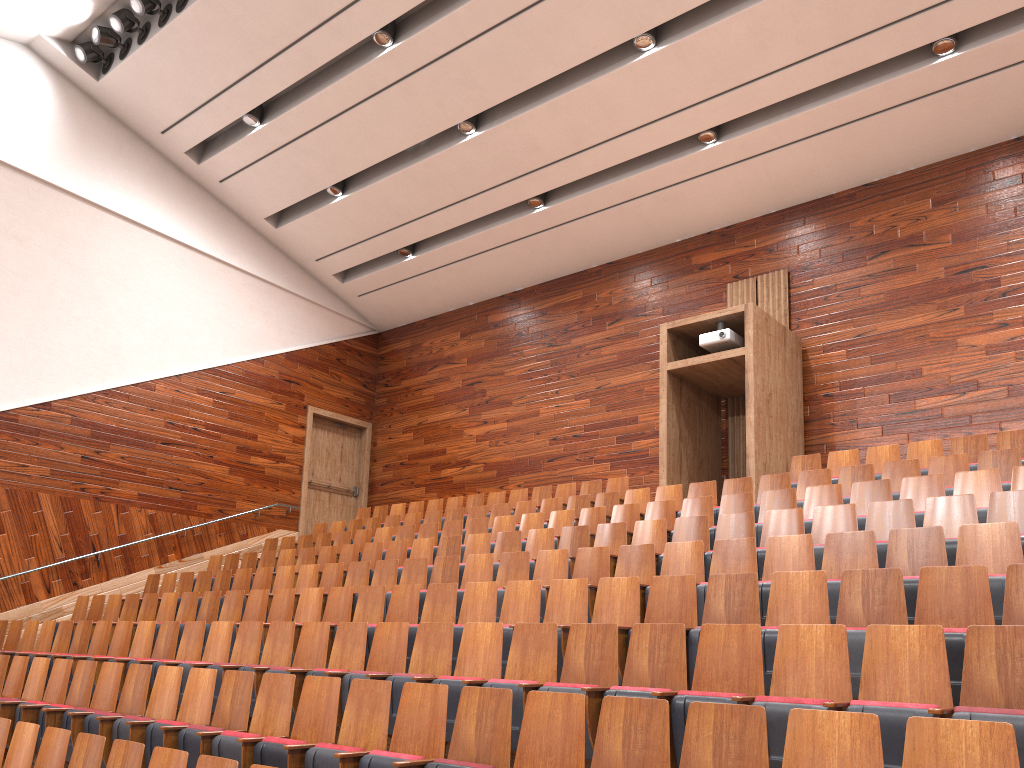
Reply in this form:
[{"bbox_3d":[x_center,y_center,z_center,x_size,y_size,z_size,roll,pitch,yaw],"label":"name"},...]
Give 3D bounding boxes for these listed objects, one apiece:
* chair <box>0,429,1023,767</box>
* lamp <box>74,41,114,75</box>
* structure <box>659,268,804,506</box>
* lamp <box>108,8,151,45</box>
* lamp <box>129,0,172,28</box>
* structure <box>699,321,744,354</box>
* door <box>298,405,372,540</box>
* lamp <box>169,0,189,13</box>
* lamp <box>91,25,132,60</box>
[{"bbox_3d":[-0.036,0.175,0.655,1.195,0.363,0.785,-12,-21,39],"label":"chair"},{"bbox_3d":[-0.538,-0.422,1.128,0.031,0.030,0.045,-9,-19,39],"label":"lamp"},{"bbox_3d":[0.263,0.002,1.046,0.118,0.320,0.146,-7,-15,39],"label":"structure"},{"bbox_3d":[-0.467,-0.438,1.069,0.031,0.031,0.046,-9,-19,39],"label":"lamp"},{"bbox_3d":[-0.428,-0.447,1.037,0.031,0.031,0.046,-9,-19,39],"label":"lamp"},{"bbox_3d":[0.238,-0.057,1.004,0.039,0.030,0.041,-10,-19,39],"label":"structure"},{"bbox_3d":[-0.308,0.170,1.507,0.024,0.233,0.142,-6,-15,39],"label":"door"},{"bbox_3d":[-0.397,-0.453,1.012,0.031,0.030,0.045,-9,-19,39],"label":"lamp"},{"bbox_3d":[-0.503,-0.430,1.099,0.031,0.030,0.045,-9,-19,39],"label":"lamp"}]
